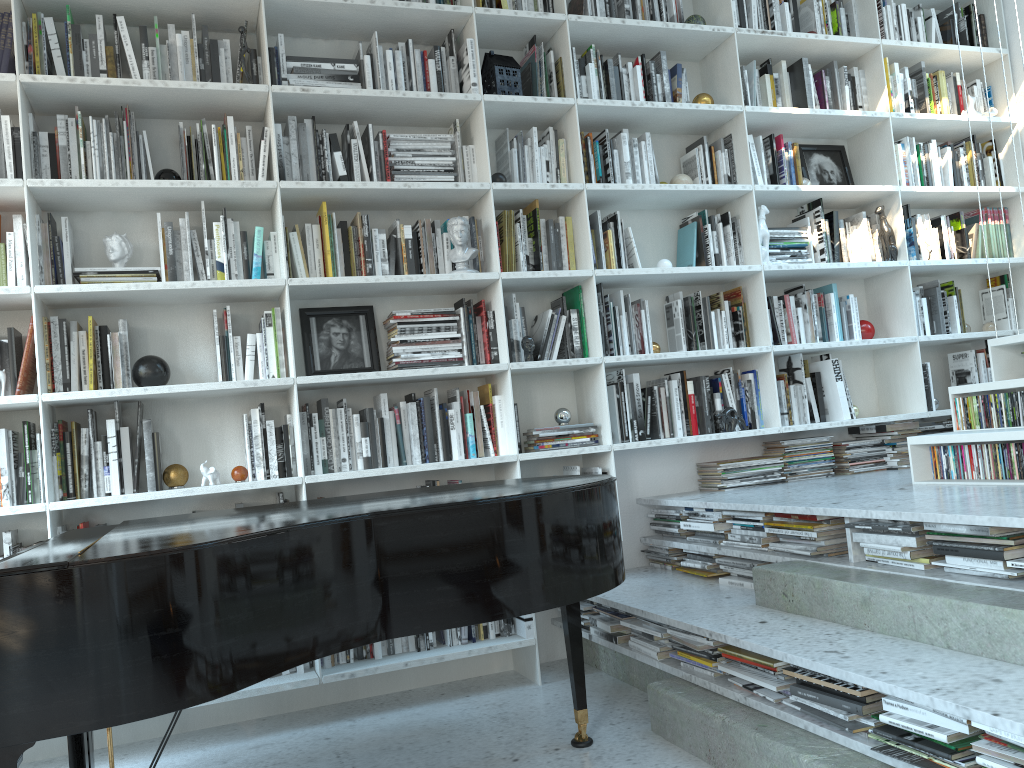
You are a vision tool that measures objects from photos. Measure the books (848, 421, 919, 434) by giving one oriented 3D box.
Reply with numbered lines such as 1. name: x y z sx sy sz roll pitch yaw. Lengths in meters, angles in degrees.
1. books: 1.827 0.216 4.364 0.204 0.035 0.267 -4 -4 -19

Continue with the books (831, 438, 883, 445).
1. books: 1.709 0.279 4.357 0.367 0.007 0.206 -4 -4 -18

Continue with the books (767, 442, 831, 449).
1. books: 1.363 0.292 4.226 0.254 0.005 0.161 -4 -4 -25

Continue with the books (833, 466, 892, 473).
1. books: 1.725 0.415 4.345 0.327 0.008 0.207 -4 -4 -24

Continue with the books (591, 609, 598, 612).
1. books: 0.351 0.912 3.683 0.136 0.013 0.258 -4 -4 -22

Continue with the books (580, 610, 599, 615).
1. books: 0.331 0.925 3.675 0.187 0.009 0.211 -4 -4 -21

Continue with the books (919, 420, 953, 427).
1. books: 2.072 0.207 4.500 0.354 0.017 0.198 -4 -4 -20

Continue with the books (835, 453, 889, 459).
1. books: 1.715 0.348 4.356 0.327 0.008 0.207 -4 -4 -19

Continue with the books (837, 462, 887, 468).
1. books: 1.719 0.394 4.356 0.327 0.008 0.207 -4 -4 -20

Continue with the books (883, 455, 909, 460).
1. books: 1.852 0.359 4.359 0.183 0.012 0.206 -4 -4 -21

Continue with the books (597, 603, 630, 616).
1. books: 0.448 0.852 3.410 0.135 0.014 0.297 -4 -4 -19

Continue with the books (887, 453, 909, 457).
1. books: 1.863 0.346 4.365 0.149 0.013 0.209 -4 -4 -17

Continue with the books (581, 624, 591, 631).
1. books: 0.346 0.982 3.675 0.171 0.016 0.241 -4 -4 -20

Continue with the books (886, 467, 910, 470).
1. books: 1.863 0.412 4.359 0.158 0.012 0.279 -4 -4 -17

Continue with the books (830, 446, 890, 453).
1. books: 1.712 0.318 4.358 0.367 0.007 0.206 -4 -4 -21

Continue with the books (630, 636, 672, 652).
1. books: 0.541 0.898 3.111 0.172 0.014 0.221 -4 -4 -19

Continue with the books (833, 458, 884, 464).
1. books: 1.719 0.370 4.352 0.327 0.008 0.207 -4 -4 -18

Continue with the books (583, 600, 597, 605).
1. books: 0.352 0.884 3.686 0.133 0.017 0.231 -4 -4 -19

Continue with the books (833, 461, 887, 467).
1. books: 1.719 0.386 4.354 0.327 0.008 0.207 -4 -4 -21

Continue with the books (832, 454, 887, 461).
1. books: 1.716 0.356 4.356 0.367 0.007 0.206 -4 -4 -19

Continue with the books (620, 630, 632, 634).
1. books: 0.444 0.926 3.402 0.147 0.012 0.206 -4 -4 -25

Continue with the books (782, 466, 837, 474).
1. books: 1.376 0.408 4.219 0.285 0.007 0.159 -5 -4 -15

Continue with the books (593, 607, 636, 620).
1. books: 0.436 0.869 3.404 0.160 0.009 0.291 -4 -4 -18

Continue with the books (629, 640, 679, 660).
1. books: 0.537 0.918 3.107 0.177 0.026 0.230 -4 -4 -17

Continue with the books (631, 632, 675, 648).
1. books: 0.553 0.886 3.116 0.149 0.007 0.300 -4 -4 -20

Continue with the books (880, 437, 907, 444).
1. books: 1.842 0.278 4.364 0.173 0.019 0.196 -5 -4 -15

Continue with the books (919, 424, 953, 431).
1. books: 2.075 0.223 4.494 0.354 0.017 0.198 -4 -4 -18

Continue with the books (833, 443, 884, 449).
1. books: 1.711 0.302 4.356 0.327 0.008 0.207 -4 -4 -18

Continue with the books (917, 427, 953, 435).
1. books: 2.079 0.240 4.488 0.315 0.018 0.200 -4 -4 -24

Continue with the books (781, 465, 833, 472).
1. books: 1.374 0.402 4.222 0.254 0.007 0.161 -4 -4 -24

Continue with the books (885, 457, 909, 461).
1. books: 1.853 0.369 4.359 0.168 0.008 0.282 -4 -4 -24

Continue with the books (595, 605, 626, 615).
1. books: 0.444 0.862 3.408 0.126 0.005 0.290 -4 -4 -25

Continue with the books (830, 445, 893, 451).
1. books: 1.715 0.310 4.348 0.327 0.008 0.207 -5 -4 -15

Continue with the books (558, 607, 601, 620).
1. books: 0.329 0.936 3.673 0.177 0.012 0.278 -4 -4 -24

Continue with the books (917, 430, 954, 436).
1. books: 2.082 0.257 4.483 0.354 0.017 0.198 -5 -4 -15

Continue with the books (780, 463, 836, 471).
1. books: 1.372 0.395 4.226 0.285 0.007 0.159 -4 -4 -18

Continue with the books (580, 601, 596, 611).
1. books: 0.321 0.902 3.673 0.191 0.013 0.244 -4 -4 -24

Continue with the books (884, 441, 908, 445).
1. books: 1.851 0.292 4.365 0.169 0.010 0.283 -4 -4 -21

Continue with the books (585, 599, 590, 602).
1. books: 0.337 0.870 3.682 0.158 0.014 0.234 -4 -4 -22

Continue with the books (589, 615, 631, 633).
1. books: 0.423 0.907 3.396 0.191 0.028 0.213 -5 -4 -16

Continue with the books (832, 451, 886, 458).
1. books: 1.716 0.340 4.351 0.367 0.007 0.206 -4 -4 -17

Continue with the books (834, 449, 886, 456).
1. books: 1.716 0.333 4.351 0.327 0.008 0.207 -4 -4 -23

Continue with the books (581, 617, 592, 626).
1. books: 0.333 0.961 3.672 0.179 0.012 0.262 -4 -4 -17

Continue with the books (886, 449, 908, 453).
1. books: 1.855 0.330 4.363 0.158 0.008 0.292 -4 -4 -17

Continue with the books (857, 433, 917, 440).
1. books: 1.846 0.261 4.367 0.164 0.015 0.243 -4 -4 -17

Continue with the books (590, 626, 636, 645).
1. books: 0.435 0.947 3.397 0.189 0.030 0.238 -4 -4 -20

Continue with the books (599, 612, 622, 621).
1. books: 0.448 0.882 3.408 0.143 0.019 0.231 -4 -4 -19

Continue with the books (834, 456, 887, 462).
1. books: 1.718 0.363 4.353 0.327 0.008 0.207 -4 -4 -22

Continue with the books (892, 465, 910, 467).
1. books: 1.872 0.401 4.363 0.131 0.008 0.292 -4 -4 -24

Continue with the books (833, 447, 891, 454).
1. books: 1.714 0.325 4.354 0.327 0.008 0.207 -4 -4 -18

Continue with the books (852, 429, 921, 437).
1. books: 1.844 0.243 4.367 0.159 0.012 0.285 -4 -4 -24

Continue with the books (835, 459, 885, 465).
1. books: 1.720 0.378 4.349 0.367 0.007 0.206 -4 -4 -23

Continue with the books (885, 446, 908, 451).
1. books: 1.858 0.319 4.365 0.165 0.014 0.236 -4 -4 -20

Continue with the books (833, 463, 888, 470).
1. books: 1.721 0.401 4.354 0.367 0.007 0.206 -4 -4 -19

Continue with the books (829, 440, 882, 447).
1. books: 1.713 0.286 4.348 0.367 0.007 0.206 -4 -4 -25

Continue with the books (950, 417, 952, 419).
1. books: 2.444 0.163 4.630 0.254 0.009 0.161 -4 -4 -18

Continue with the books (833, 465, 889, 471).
1. books: 1.724 0.408 4.348 0.327 0.008 0.207 -4 -4 -17

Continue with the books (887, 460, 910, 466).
1. books: 1.865 0.385 4.362 0.160 0.025 0.244 -4 -4 -21
